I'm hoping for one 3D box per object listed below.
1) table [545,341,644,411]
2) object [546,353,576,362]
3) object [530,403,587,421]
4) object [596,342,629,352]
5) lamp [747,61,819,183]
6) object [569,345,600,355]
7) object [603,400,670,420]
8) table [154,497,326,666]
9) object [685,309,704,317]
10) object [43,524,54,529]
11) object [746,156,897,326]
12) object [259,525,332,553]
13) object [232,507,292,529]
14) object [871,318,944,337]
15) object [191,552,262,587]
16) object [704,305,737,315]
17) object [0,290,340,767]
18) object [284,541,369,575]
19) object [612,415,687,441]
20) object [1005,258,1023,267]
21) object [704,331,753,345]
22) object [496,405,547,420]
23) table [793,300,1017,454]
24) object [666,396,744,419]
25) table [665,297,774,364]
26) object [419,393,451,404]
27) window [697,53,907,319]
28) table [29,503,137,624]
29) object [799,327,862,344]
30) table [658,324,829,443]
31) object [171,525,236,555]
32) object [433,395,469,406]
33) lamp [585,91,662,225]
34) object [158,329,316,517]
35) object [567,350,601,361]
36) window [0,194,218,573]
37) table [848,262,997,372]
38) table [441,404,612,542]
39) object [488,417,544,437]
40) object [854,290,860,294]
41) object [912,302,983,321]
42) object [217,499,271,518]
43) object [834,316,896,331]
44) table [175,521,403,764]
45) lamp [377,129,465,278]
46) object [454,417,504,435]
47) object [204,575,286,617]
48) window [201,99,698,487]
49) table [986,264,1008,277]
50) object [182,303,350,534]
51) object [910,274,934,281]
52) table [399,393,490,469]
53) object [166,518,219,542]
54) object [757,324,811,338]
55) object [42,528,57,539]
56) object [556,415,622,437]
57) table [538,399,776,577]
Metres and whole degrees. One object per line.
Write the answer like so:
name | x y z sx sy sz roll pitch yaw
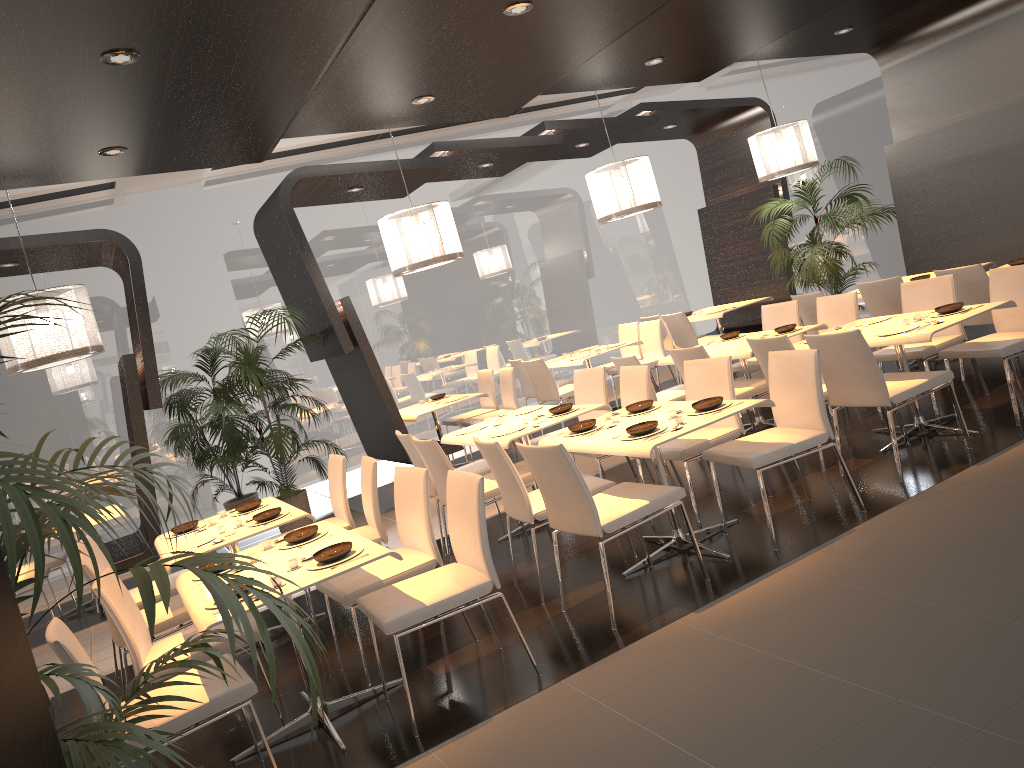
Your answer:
table | 0.914 0.005 9.830 0.807 0.724 1.141 -18 5 -25
object | 0.553 -0.304 9.992 0.338 0.038 0.374 -19 6 -31
object | 0.293 0.181 5.903 0.306 0.044 0.363 -19 6 -26
object | 1.069 -0.418 9.656 0.339 0.038 0.374 -20 7 -36
lamp | 2.674 -3.148 9.348 0.625 1.927 0.629 -16 2 7
object | 0.820 -0.403 10.216 0.339 0.038 0.374 -20 7 -36
object | 0.702 0.145 5.104 0.306 0.044 0.363 -19 6 -26
table | -1.584 1.186 5.238 0.807 0.724 1.141 -18 5 -25
object | 2.182 -0.861 10.849 0.306 0.044 0.363 -19 6 -26
object | -4.005 1.231 7.695 0.307 0.044 0.362 -19 6 -31
object | 3.432 -1.388 9.594 1.512 2.056 1.559 -17 3 -12
object | -1.036 0.733 4.217 0.306 0.044 0.363 -19 6 -26
object | -1.428 0.761 5.045 0.306 0.044 0.363 -19 6 -26
object | 2.377 -0.350 5.294 0.338 0.038 0.374 -19 6 -31
object | -1.319 0.829 4.063 0.306 0.044 0.363 -19 6 -26
object | 2.441 -0.875 10.291 0.338 0.038 0.374 -19 6 -31
object | -1.313 0.734 2.071 1.580 2.056 1.491 -18 4 -40
object | -0.774 0.713 3.667 0.306 0.044 0.363 -19 6 -26
object | 0.691 0.218 4.413 0.306 0.044 0.363 -19 6 -26
object | 3.904 -0.936 6.720 0.306 0.044 0.363 -19 6 -26
object | 1.772 -0.386 7.327 0.306 0.044 0.363 -19 6 -26
object | 0.045 0.198 6.470 0.339 0.038 0.374 -20 7 -36
table | 2.526 -0.032 5.639 0.807 0.724 1.141 -18 5 -25
object | 0.978 0.119 4.583 0.306 0.044 0.363 -19 6 -26
table | 2.556 -0.549 10.656 0.807 0.724 1.141 -18 5 -25
object | -0.813 0.150 9.339 0.306 0.044 0.363 -19 6 -26
window | 4.557 -2.776 10.065 0.071 3.968 6.546 -17 4 -25
table | -3.617 1.537 7.524 0.807 0.724 1.141 -18 5 -25
object | 2.115 -0.331 5.846 0.338 0.038 0.374 -19 6 -31
table | 1.990 -0.020 7.036 1.062 0.724 1.141 -18 5 -25
object | -1.704 0.860 4.883 0.338 0.038 0.374 -19 6 -31
object | -0.621 0.153 8.797 0.339 0.038 0.374 -20 7 -36
lamp | 0.866 -2.537 8.431 0.626 1.927 0.628 -16 2 3
object | -2.898 0.481 9.044 1.548 2.056 1.521 -15 3 26
object | 0.787 -0.314 9.432 0.338 0.038 0.374 -19 6 -31
window | -6.615 0.561 8.714 6.639 3.972 0.070 -18 2 -26
table | 3.611 -0.566 7.841 0.807 0.724 1.141 -18 5 -25
table | 0.157 0.600 6.101 0.807 0.724 1.141 -18 5 -25
object | 0.034 0.277 5.722 0.338 0.038 0.374 -19 6 -31
object | 3.218 -0.866 8.010 0.338 0.038 0.374 -19 6 -31
object | 2.659 -0.451 5.455 0.306 0.044 0.363 -19 6 -26
object | -1.691 0.783 5.571 0.306 0.044 0.363 -19 6 -26
object | 2.377 -0.422 5.999 0.339 0.038 0.374 -20 7 -36
table | -0.936 1.137 3.887 0.807 0.724 1.141 -18 5 -25
lamp | -0.970 -1.917 7.499 0.626 1.927 0.628 -16 2 3
object | -0.228 0.296 6.274 0.338 0.038 0.374 -19 6 -31
object | -1.065 0.814 3.500 0.306 0.044 0.363 -19 6 -26
window | -0.409 -1.535 11.863 6.639 3.972 0.070 -18 2 -26
table | 4.276 -0.622 6.515 0.807 0.724 1.141 -18 5 -25
object | -2.247 0.384 8.166 1.577 2.056 1.493 -18 3 -32
object | 3.499 -0.897 7.482 0.306 0.044 0.363 -19 6 -26
table | -0.720 0.556 9.014 0.807 0.724 1.141 -18 5 -25
object | -1.970 0.878 5.424 0.306 0.044 0.363 -19 6 -26
object | 2.048 -0.406 6.743 0.306 0.044 0.363 -19 6 -26
object | -3.742 1.210 7.152 0.306 0.044 0.363 -19 6 -26
object | 0.438 0.234 4.976 0.306 0.044 0.363 -19 6 -26
table | 0.824 0.543 4.775 0.807 0.724 1.141 -18 5 -25
